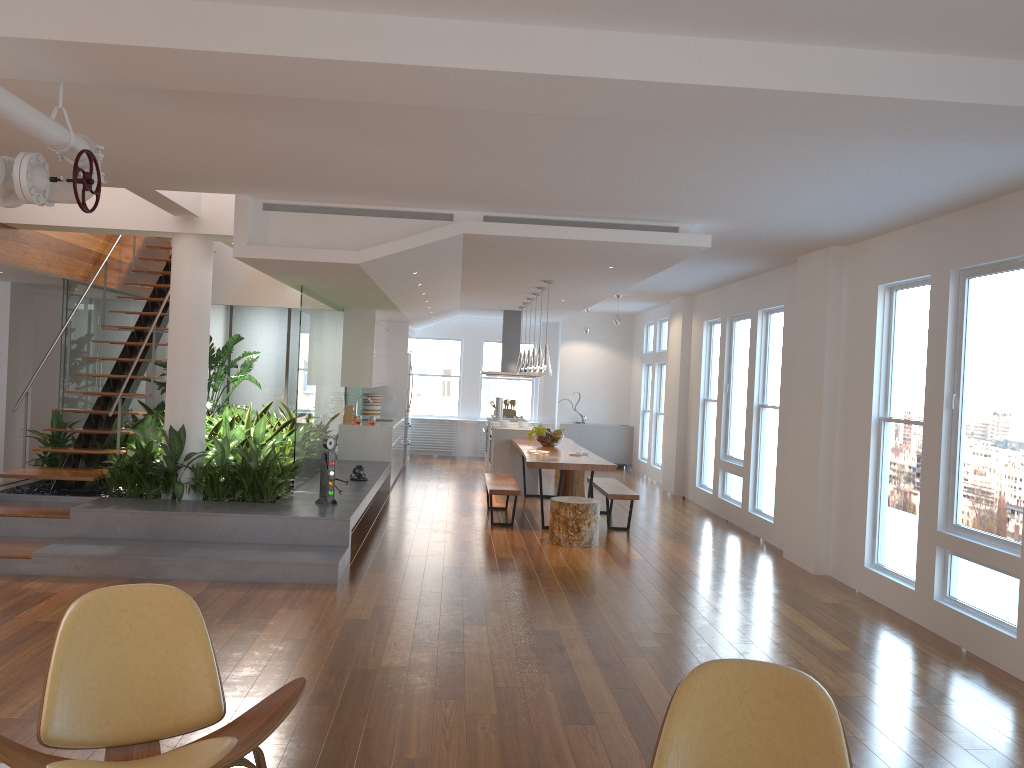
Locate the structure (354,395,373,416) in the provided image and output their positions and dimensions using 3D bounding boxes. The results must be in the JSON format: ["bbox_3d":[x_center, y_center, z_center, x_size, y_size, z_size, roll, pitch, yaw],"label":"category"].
[{"bbox_3d":[-2.077,0.421,12.378,0.248,0.536,0.115,3,1,-3],"label":"structure"}]

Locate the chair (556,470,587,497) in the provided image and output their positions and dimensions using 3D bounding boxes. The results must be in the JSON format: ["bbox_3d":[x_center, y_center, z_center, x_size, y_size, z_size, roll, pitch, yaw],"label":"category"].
[{"bbox_3d":[0.776,1.230,11.453,0.396,0.455,0.402,3,1,-14],"label":"chair"}]

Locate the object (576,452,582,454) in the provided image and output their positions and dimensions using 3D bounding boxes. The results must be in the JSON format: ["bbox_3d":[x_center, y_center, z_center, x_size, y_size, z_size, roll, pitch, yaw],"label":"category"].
[{"bbox_3d":[0.720,0.749,9.529,0.079,0.030,0.070,3,1,40],"label":"object"}]

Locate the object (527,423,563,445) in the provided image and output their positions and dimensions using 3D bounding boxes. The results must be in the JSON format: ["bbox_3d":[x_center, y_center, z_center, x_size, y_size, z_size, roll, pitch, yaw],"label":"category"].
[{"bbox_3d":[0.412,0.605,10.547,0.394,0.284,0.292,2,1,-40],"label":"object"}]

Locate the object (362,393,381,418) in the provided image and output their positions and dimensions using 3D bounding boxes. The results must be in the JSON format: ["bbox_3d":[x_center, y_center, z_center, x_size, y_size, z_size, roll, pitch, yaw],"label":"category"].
[{"bbox_3d":[-2.050,0.321,12.934,0.267,0.356,0.266,3,1,22],"label":"object"}]

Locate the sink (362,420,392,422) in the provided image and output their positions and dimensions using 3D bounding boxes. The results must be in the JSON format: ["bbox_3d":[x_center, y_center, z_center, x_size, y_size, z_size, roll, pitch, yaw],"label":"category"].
[{"bbox_3d":[-1.890,0.627,12.364,0.449,0.192,0.666,3,1,-4],"label":"sink"}]

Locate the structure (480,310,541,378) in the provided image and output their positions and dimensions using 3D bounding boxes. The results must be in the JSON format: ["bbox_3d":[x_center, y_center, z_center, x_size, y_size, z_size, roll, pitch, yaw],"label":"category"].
[{"bbox_3d":[-0.006,-0.807,13.800,0.909,1.405,0.900,3,1,-4],"label":"structure"}]

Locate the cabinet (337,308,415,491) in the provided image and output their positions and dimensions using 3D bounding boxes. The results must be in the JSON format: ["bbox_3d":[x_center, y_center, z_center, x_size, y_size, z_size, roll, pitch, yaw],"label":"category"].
[{"bbox_3d":[-1.957,0.180,13.389,0.676,2.280,4.565,3,1,-4],"label":"cabinet"}]

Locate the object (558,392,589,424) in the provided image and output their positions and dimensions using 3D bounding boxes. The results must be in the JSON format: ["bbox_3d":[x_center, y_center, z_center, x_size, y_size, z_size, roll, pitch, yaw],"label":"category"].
[{"bbox_3d":[1.102,0.412,15.603,0.590,0.563,0.210,2,1,-32],"label":"object"}]

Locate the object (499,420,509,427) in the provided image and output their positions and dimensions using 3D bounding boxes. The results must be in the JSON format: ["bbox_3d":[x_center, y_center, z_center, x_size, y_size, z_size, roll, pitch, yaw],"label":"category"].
[{"bbox_3d":[-0.107,0.533,11.959,0.152,0.082,0.152,3,1,36],"label":"object"}]

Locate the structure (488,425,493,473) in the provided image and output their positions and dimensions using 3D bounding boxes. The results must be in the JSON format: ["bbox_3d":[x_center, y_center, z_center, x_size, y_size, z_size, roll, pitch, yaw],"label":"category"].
[{"bbox_3d":[-0.291,0.908,12.405,0.072,0.648,0.644,3,1,-4],"label":"structure"}]

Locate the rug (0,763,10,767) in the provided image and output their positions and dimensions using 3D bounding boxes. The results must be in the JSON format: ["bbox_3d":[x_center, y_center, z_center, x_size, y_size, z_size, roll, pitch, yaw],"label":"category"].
[{"bbox_3d":[-0.286,1.471,1.544,3.525,0.057,3.478,3,1,1],"label":"rug"}]

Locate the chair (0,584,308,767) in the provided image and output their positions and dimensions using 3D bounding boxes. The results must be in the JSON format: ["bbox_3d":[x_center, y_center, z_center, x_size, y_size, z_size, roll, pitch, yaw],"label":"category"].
[{"bbox_3d":[-1.076,1.089,2.719,0.856,0.752,0.867,3,1,2],"label":"chair"}]

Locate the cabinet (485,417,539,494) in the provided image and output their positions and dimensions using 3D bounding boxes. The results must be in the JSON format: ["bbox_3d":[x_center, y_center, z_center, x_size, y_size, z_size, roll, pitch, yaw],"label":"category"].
[{"bbox_3d":[-0.038,0.984,12.926,0.597,0.832,2.936,3,1,-4],"label":"cabinet"}]

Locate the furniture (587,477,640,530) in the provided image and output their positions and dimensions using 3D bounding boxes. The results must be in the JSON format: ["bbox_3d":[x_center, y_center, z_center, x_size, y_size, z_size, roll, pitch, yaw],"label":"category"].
[{"bbox_3d":[1.067,1.292,9.592,0.316,0.389,1.433,3,1,-4],"label":"furniture"}]

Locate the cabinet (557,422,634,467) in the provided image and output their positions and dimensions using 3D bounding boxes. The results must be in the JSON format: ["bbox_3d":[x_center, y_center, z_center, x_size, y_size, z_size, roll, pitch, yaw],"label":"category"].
[{"bbox_3d":[1.452,1.073,15.677,1.309,0.725,0.420,3,1,-4],"label":"cabinet"}]

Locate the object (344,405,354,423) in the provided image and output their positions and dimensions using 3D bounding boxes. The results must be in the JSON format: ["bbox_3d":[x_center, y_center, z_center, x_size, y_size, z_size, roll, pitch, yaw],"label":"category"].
[{"bbox_3d":[-2.134,0.395,11.628,0.104,0.222,0.200,3,1,-4],"label":"object"}]

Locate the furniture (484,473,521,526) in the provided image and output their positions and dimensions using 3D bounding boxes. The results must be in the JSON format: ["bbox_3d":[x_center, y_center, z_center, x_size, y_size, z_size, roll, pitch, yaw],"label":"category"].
[{"bbox_3d":[-0.122,1.237,9.517,0.316,0.389,1.433,3,1,-4],"label":"furniture"}]

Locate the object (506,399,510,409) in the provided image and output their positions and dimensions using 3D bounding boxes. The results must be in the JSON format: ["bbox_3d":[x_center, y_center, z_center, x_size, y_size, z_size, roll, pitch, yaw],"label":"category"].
[{"bbox_3d":[-0.073,0.395,14.275,0.057,0.299,0.019,3,1,-4],"label":"object"}]

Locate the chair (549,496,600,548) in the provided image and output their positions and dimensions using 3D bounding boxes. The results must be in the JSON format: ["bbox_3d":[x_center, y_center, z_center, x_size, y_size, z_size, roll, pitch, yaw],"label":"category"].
[{"bbox_3d":[0.579,1.273,8.219,0.460,0.400,0.460,3,1,6],"label":"chair"}]

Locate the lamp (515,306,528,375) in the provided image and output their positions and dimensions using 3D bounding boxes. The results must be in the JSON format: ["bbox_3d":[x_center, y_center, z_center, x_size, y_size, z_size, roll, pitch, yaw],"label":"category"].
[{"bbox_3d":[0.140,-0.659,12.836,0.160,1.060,0.160,3,1,23],"label":"lamp"}]

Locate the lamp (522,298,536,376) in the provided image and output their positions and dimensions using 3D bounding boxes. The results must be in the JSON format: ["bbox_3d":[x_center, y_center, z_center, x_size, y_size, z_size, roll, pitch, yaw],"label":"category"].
[{"bbox_3d":[0.230,-0.641,11.393,0.160,1.060,0.160,3,1,23],"label":"lamp"}]

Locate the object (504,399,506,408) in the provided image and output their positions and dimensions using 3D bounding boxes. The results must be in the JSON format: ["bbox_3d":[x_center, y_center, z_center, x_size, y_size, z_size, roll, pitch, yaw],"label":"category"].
[{"bbox_3d":[-0.108,0.392,14.292,0.061,0.299,0.040,3,1,-6],"label":"object"}]

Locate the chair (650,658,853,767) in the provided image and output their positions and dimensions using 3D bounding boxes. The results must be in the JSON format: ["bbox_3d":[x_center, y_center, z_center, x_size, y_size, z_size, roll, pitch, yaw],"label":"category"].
[{"bbox_3d":[0.615,1.174,2.106,0.867,0.752,0.856,2,1,-43],"label":"chair"}]

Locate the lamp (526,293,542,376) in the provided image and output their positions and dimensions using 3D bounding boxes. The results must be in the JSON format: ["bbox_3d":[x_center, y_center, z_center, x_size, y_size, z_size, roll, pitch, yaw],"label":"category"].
[{"bbox_3d":[0.275,-0.632,10.671,0.160,1.060,0.160,3,1,23],"label":"lamp"}]

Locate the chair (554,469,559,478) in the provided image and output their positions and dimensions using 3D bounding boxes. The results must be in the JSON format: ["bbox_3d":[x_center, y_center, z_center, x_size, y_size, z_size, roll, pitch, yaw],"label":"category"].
[{"bbox_3d":[0.843,1.218,13.676,0.344,0.430,0.549,3,1,0],"label":"chair"}]

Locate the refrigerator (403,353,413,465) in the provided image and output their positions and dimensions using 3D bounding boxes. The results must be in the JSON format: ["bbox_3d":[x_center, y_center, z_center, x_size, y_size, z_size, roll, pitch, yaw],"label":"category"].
[{"bbox_3d":[-1.959,0.389,14.136,0.725,1.772,0.908,3,1,-4],"label":"refrigerator"}]

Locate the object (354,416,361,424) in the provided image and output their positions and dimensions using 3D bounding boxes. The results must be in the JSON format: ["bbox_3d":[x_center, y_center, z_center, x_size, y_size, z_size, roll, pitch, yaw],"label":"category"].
[{"bbox_3d":[-1.978,0.459,11.367,0.094,0.106,0.094,3,1,2],"label":"object"}]

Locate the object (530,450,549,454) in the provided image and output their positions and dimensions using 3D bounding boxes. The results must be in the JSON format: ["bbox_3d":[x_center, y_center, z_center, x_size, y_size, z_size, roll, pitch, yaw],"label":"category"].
[{"bbox_3d":[0.297,0.736,9.550,0.222,0.020,0.222,3,1,37],"label":"object"}]

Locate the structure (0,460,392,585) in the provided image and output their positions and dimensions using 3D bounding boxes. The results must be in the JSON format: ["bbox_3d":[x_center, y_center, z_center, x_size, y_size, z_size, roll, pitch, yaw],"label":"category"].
[{"bbox_3d":[-2.928,1.126,8.914,3.088,0.386,5.584,3,1,-4],"label":"structure"}]

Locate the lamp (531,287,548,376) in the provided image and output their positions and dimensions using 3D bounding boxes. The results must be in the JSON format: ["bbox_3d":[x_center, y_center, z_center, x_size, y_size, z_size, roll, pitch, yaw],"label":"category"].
[{"bbox_3d":[0.320,-0.623,9.950,0.160,1.060,0.160,3,1,23],"label":"lamp"}]

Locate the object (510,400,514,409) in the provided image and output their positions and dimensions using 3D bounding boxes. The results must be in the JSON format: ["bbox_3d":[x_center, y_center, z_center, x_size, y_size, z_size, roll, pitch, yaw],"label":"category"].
[{"bbox_3d":[-0.010,0.398,14.282,0.068,0.298,0.039,3,1,-4],"label":"object"}]

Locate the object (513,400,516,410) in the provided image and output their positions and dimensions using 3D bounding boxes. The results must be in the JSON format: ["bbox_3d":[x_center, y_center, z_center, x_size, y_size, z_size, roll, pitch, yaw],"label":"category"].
[{"bbox_3d":[0.026,0.400,14.302,0.057,0.294,0.030,3,1,-4],"label":"object"}]

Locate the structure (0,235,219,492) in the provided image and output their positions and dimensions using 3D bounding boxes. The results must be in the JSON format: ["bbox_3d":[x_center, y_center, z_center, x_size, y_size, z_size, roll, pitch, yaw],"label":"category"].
[{"bbox_3d":[-3.084,-0.975,9.542,2.552,4.265,4.591,3,1,-4],"label":"structure"}]

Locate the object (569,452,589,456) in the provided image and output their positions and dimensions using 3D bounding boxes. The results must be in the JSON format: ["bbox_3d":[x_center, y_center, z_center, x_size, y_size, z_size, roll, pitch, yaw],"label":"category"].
[{"bbox_3d":[0.720,0.755,9.529,0.222,0.020,0.222,3,1,-12],"label":"object"}]

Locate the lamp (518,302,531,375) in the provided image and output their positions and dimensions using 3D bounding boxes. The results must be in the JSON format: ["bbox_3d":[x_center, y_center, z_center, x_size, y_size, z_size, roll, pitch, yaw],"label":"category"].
[{"bbox_3d":[0.185,-0.650,12.114,0.160,1.060,0.160,3,1,23],"label":"lamp"}]

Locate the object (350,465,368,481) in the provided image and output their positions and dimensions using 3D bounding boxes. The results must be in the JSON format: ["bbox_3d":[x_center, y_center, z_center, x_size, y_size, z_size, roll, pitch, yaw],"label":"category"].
[{"bbox_3d":[-1.596,0.916,9.171,0.216,0.155,0.181,2,1,-39],"label":"object"}]

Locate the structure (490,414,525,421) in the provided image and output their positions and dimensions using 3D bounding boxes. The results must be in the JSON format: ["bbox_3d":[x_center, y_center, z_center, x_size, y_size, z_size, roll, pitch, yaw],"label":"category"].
[{"bbox_3d":[-0.073,0.522,13.840,0.520,0.073,0.650,3,1,-4],"label":"structure"}]

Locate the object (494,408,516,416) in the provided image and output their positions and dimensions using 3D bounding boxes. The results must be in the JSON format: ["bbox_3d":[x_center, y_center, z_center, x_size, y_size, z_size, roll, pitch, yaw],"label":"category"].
[{"bbox_3d":[-0.112,0.472,14.283,0.353,0.157,0.084,3,1,-4],"label":"object"}]

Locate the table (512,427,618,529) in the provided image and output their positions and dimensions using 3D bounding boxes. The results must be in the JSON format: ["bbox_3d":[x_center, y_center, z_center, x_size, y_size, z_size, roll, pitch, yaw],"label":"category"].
[{"bbox_3d":[0.379,1.080,11.554,0.893,0.704,5.996,3,1,-4],"label":"table"}]

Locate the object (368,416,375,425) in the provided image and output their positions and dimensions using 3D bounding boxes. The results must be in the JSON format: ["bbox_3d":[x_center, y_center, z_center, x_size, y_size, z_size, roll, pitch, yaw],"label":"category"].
[{"bbox_3d":[-1.794,0.468,11.332,0.094,0.106,0.094,3,1,2],"label":"object"}]

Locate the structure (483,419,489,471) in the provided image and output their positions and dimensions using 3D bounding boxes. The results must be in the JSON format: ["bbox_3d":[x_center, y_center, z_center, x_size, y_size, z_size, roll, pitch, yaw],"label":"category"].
[{"bbox_3d":[-0.134,0.945,13.830,0.649,0.735,0.890,3,1,-4],"label":"structure"}]

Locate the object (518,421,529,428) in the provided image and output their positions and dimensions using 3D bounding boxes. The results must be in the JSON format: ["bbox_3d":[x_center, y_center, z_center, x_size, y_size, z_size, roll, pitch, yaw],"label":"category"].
[{"bbox_3d":[0.149,0.546,11.851,0.152,0.082,0.152,2,1,-43],"label":"object"}]

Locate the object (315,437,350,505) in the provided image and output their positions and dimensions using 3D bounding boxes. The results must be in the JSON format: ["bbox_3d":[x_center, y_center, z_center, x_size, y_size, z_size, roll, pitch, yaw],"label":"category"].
[{"bbox_3d":[-1.496,0.736,7.455,0.318,0.565,0.134,3,1,33],"label":"object"}]

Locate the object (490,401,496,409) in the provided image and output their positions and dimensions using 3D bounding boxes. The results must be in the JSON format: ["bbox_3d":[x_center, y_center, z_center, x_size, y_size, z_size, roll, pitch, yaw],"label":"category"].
[{"bbox_3d":[-0.264,0.402,14.281,0.199,0.259,0.016,3,1,7],"label":"object"}]

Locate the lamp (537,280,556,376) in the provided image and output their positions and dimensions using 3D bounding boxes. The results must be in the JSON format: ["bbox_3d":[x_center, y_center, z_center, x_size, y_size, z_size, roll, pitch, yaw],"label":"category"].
[{"bbox_3d":[0.365,-0.614,9.228,0.160,1.060,0.160,3,1,23],"label":"lamp"}]

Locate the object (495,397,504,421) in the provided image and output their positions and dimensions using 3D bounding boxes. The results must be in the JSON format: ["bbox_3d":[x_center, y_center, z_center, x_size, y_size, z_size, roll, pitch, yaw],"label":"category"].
[{"bbox_3d":[-0.180,0.379,13.372,0.120,0.356,0.172,3,1,45],"label":"object"}]

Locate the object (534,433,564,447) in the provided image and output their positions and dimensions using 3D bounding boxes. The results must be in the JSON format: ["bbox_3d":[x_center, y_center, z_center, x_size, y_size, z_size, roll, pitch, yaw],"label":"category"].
[{"bbox_3d":[0.436,0.669,10.535,0.360,0.159,0.360,2,1,-40],"label":"object"}]

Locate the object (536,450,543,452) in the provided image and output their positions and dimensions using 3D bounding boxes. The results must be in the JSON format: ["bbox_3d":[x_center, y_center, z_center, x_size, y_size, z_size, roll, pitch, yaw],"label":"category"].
[{"bbox_3d":[0.297,0.729,9.550,0.070,0.030,0.079,2,1,-40],"label":"object"}]
